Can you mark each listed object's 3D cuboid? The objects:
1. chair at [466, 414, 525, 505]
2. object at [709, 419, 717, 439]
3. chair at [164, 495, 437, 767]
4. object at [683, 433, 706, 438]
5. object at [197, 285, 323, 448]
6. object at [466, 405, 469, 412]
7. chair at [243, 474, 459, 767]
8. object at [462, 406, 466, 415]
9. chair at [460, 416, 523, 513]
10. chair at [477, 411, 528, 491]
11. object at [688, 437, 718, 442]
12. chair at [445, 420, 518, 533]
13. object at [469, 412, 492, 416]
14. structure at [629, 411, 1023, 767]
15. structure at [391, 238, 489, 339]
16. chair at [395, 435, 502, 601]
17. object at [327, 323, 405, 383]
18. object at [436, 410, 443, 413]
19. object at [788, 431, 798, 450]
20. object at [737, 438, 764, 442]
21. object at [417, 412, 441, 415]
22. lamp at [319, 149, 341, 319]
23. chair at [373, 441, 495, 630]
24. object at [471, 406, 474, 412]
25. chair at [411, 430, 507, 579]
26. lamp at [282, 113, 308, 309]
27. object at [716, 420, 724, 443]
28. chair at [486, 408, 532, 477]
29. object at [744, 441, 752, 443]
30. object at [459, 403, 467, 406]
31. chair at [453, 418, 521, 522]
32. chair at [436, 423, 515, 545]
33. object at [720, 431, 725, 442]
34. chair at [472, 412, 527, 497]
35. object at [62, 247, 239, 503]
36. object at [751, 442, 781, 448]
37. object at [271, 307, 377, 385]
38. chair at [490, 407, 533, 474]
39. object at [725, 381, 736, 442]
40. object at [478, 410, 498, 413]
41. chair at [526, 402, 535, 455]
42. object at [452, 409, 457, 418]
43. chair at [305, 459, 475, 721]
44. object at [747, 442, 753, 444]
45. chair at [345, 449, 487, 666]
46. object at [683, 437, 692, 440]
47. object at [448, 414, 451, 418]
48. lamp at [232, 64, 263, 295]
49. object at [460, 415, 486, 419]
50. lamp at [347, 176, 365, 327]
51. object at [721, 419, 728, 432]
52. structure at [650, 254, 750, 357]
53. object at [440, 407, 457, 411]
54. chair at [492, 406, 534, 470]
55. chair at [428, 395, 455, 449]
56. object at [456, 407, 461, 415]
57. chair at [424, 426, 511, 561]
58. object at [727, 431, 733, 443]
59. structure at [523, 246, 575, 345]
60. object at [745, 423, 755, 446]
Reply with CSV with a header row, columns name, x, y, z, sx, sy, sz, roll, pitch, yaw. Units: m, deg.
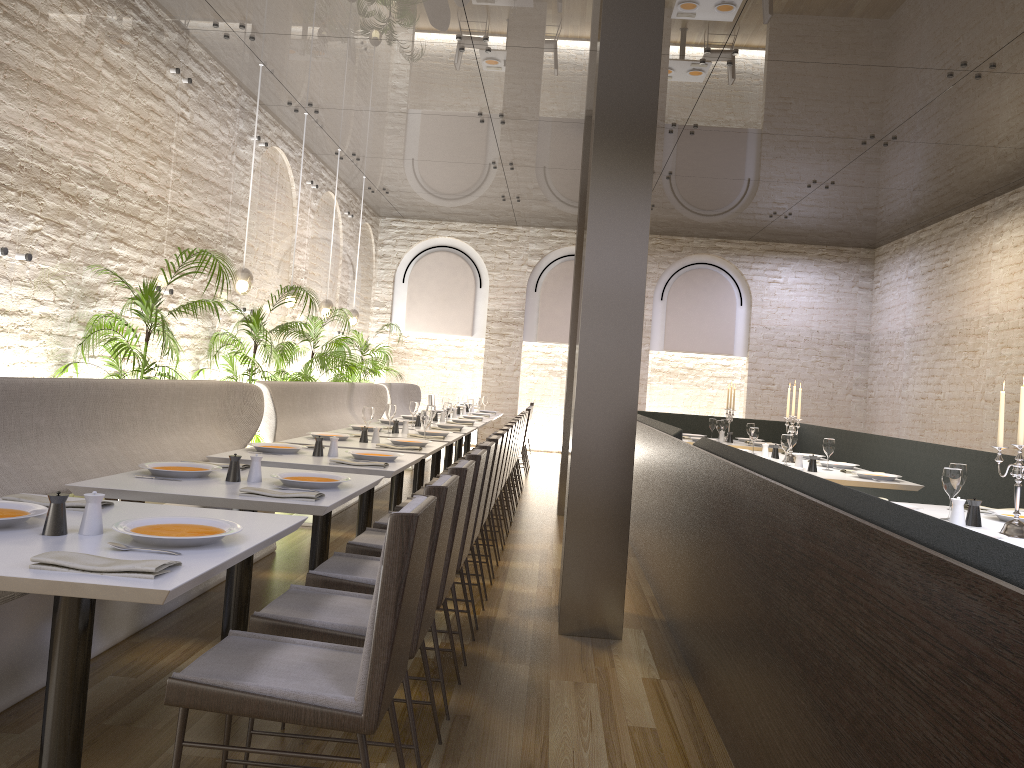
name,x,y,z,sx,sy,sz,roll,pitch,yaw
chair,-0.177,0.749,9.193,0.566,0.907,0.411,4,-2,3
object,2.213,0.500,9.795,0.086,0.231,0.086,3,-3,39
chair,-0.521,0.738,2.261,0.566,0.907,0.411,4,-2,3
object,2.020,0.585,9.920,0.321,0.036,0.321,4,0,-1
object,-2.356,0.067,7.961,1.146,1.978,1.185,3,-2,34
object,-0.642,0.344,12.732,0.059,0.109,0.059,3,-2,38
chair,-0.493,0.739,2.825,0.566,0.907,0.411,4,-2,3
object,-0.627,0.348,11.636,0.059,0.109,0.059,3,-2,38
chair,-0.205,0.748,8.626,0.566,0.907,0.411,4,-2,3
chair,-0.120,0.751,10.338,0.566,0.907,0.411,4,-2,3
object,1.983,0.583,9.175,0.321,0.036,0.322,4,0,-21
chair,-0.262,0.747,7.473,0.566,0.907,0.411,4,-2,3
object,-0.407,0.403,11.644,0.322,0.036,0.321,4,0,40
structure,2.085,0.874,5.395,2.372,1.002,10.735,4,0,3
structure,-1.194,-1.659,15.080,1.633,1.677,0.097,4,-2,3
chair,-0.376,0.743,5.191,0.566,0.907,0.411,4,-2,3
object,-2.121,0.075,12.425,1.144,1.978,1.188,5,-2,-16
object,-0.942,0.364,11.674,0.322,0.036,0.321,4,0,40
object,2.352,0.515,7.442,0.086,0.231,0.086,4,-2,15
object,2.652,0.631,9.885,0.321,0.036,0.322,4,0,-39
object,-0.997,0.362,10.573,0.322,0.036,0.321,4,0,40
lamp,-2.143,-1.791,10.579,0.177,2.044,0.177,5,-2,-18
chair,-0.405,0.742,4.598,0.566,0.907,0.411,4,-2,3
object,-0.570,0.350,12.774,0.059,0.109,0.059,3,-2,38
chair,-0.348,0.744,5.756,0.566,0.907,0.411,4,-2,3
lamp,-2.213,-1.793,9.166,0.177,2.044,0.177,5,-2,-12
object,2.190,0.499,9.342,0.086,0.231,0.086,3,-3,39
chair,-0.051,0.753,11.745,0.566,0.907,0.411,4,-2,3
object,2.662,0.639,9.569,0.273,0.033,0.142,4,0,3
object,-0.810,0.365,15.680,0.322,0.036,0.321,4,0,38
chair,-0.235,0.748,8.035,0.566,0.907,0.411,4,-2,3
chair,-0.290,0.746,6.913,0.566,0.907,0.411,4,-2,3
object,2.238,0.559,9.438,0.069,0.127,0.068,2,-2,45
chair,-0.148,0.750,9.782,0.566,0.907,0.411,4,-2,3
object,-2.461,0.064,5.854,1.146,1.978,1.185,3,-2,34
object,2.615,0.630,9.140,0.321,0.036,0.322,4,0,-21
object,-2.259,0.070,9.968,1.189,1.978,1.142,3,-2,44
chair,-0.023,0.754,12.304,0.566,0.907,0.411,4,-2,3
object,2.350,0.295,9.552,0.131,0.658,0.389,4,-2,14
object,-0.350,0.405,12.781,0.322,0.036,0.321,4,0,40
chair,0.087,0.755,15.614,0.566,0.907,0.411,4,-2,3
object,-0.681,0.346,10.536,0.059,0.109,0.059,3,-2,38
chair,-0.464,0.740,3.418,0.566,0.907,0.411,4,-2,3
object,2.655,0.639,9.415,0.273,0.033,0.142,4,0,3
chair,-0.433,0.741,4.033,0.566,0.907,0.411,4,-2,3
object,1.969,0.589,9.457,0.273,0.033,0.142,4,0,3
object,-0.753,0.341,10.494,0.059,0.109,0.059,3,-2,38
lamp,-2.282,-1.795,7.767,0.178,2.044,0.177,3,-2,24
object,-0.461,0.402,10.543,0.322,0.036,0.321,4,0,40
lamp,-2.074,-1.788,11.964,0.177,2.044,0.177,5,-2,-18
object,2.389,0.512,9.974,0.086,0.231,0.086,5,-2,-27
structure,3.169,-1.339,14.850,1.633,1.677,0.097,4,-2,3
object,-0.885,0.366,12.812,0.322,0.036,0.321,4,0,40
chair,0.006,0.755,12.880,0.566,0.907,0.411,4,-2,3
chair,-1.219,0.660,15.683,0.566,0.907,0.411,4,-2,3
object,-0.699,0.343,11.594,0.059,0.109,0.059,3,-2,38
chair,-0.320,0.745,6.320,0.566,0.907,0.411,4,-2,3
object,2.317,0.565,9.409,0.069,0.127,0.068,2,-2,45
structure,1.057,-1.494,14.961,1.633,1.677,0.097,4,-2,3
object,2.431,0.517,9.041,0.086,0.231,0.086,3,-3,39
